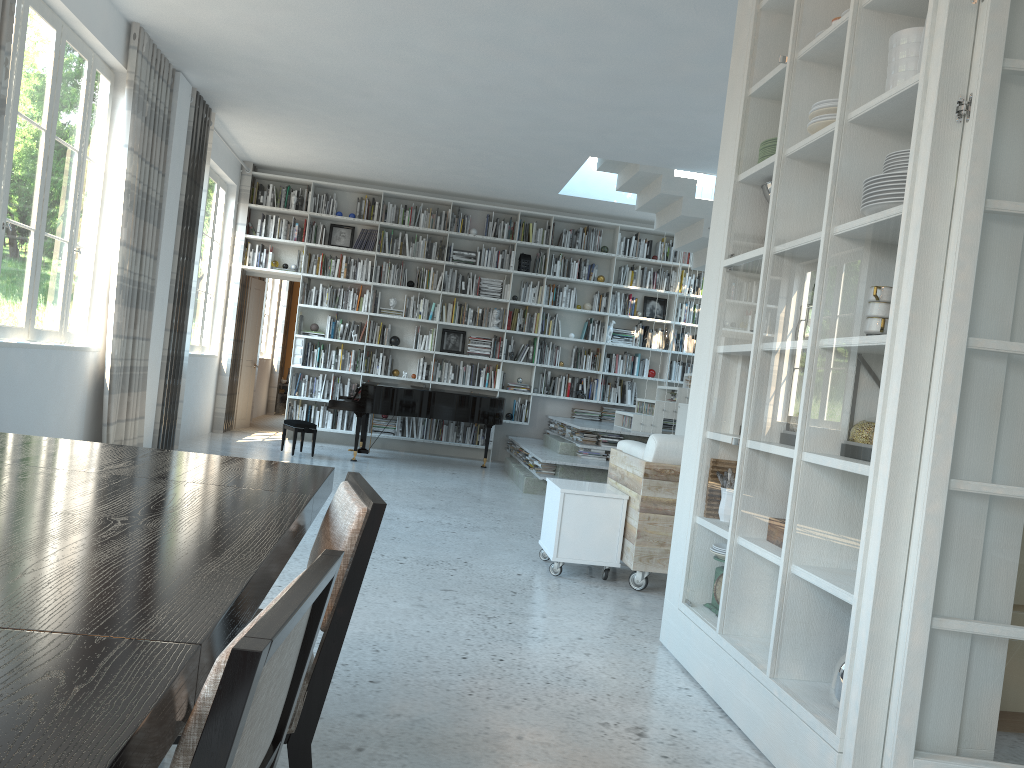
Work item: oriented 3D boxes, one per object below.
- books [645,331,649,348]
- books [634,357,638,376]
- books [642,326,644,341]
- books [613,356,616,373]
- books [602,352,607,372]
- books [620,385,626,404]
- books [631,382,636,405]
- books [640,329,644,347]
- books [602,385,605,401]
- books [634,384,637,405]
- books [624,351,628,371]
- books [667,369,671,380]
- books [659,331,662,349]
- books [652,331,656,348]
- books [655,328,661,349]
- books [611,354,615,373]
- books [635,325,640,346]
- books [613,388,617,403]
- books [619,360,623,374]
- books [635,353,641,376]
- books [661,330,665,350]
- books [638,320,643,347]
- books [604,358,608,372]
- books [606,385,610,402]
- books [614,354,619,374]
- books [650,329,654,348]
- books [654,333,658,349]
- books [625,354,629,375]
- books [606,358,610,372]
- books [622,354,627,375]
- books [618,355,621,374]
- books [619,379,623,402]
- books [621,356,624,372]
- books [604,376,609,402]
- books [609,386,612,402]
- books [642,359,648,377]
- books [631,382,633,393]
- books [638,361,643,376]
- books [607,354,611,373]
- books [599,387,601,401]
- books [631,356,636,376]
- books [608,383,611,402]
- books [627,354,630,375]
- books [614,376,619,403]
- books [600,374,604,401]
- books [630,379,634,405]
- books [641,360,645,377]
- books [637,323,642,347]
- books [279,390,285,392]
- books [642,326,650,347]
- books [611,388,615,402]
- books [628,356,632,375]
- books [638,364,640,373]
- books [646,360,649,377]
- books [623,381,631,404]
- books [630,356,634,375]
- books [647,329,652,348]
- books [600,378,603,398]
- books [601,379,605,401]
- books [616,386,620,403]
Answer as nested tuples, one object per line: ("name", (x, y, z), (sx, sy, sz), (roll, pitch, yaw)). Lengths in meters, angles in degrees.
("books", (1.718, -0.593, 11.337), (0.010, 0.278, 0.129), (7, 1, -7))
("books", (1.561, -0.224, 11.293), (0.023, 0.244, 0.189), (7, 1, -7))
("books", (1.650, -0.602, 11.315), (0.013, 0.280, 0.131), (7, 1, -7))
("books", (1.285, -0.246, 11.267), (0.011, 0.223, 0.162), (7, 1, -7))
("books", (1.167, -0.276, 11.271), (0.012, 0.254, 0.161), (7, 1, -7))
("books", (1.399, 0.128, 11.302), (0.031, 0.239, 0.171), (7, 1, -7))
("books", (1.532, 0.119, 11.310), (0.025, 0.287, 0.160), (7, 1, -7))
("books", (1.628, -0.582, 11.296), (0.030, 0.236, 0.179), (7, 1, -7))
("books", (1.161, 0.112, 11.292), (0.033, 0.213, 0.140), (7, 1, -7))
("books", (1.573, 0.131, 11.325), (0.062, 0.274, 0.148), (7, 1, -7))
("books", (1.435, -0.267, 11.291), (0.013, 0.299, 0.147), (7, 1, -7))
("books", (1.990, -0.189, 11.364), (0.085, 0.278, 0.159), (7, 1, -7))
("books", (1.880, -0.554, 11.324), (0.041, 0.239, 0.176), (7, 1, -7))
("books", (1.796, -0.562, 11.343), (0.028, 0.235, 0.129), (7, 1, -7))
("books", (1.851, -0.573, 11.318), (0.021, 0.271, 0.191), (7, 1, -7))
("books", (1.268, -0.260, 11.277), (0.024, 0.247, 0.143), (7, 1, -7))
("books", (1.587, -0.612, 11.310), (0.012, 0.285, 0.159), (7, 1, -7))
("books", (1.293, 0.143, 11.291), (0.024, 0.185, 0.149), (7, 1, -7))
("books", (1.369, -0.215, 11.276), (0.027, 0.182, 0.186), (7, 1, -7))
("books", (1.588, -0.244, 11.299), (0.026, 0.290, 0.181), (7, 1, -7))
("books", (1.911, -0.558, 11.342), (0.024, 0.255, 0.145), (7, 1, -7))
("books", (1.615, -0.635, 11.285), (0.010, 0.339, 0.180), (7, 1, -7))
("books", (1.181, -0.240, 11.263), (0.023, 0.186, 0.159), (7, 1, -7))
("books", (1.202, 0.117, 11.285), (0.023, 0.214, 0.163), (7, 1, -7))
("books", (1.313, -0.255, 11.265), (0.045, 0.246, 0.185), (7, 1, -7))
("books", (1.768, -0.573, 11.341), (0.031, 0.250, 0.133), (7, 1, -7))
("books", (1.822, -0.547, 11.339), (0.025, 0.213, 0.155), (7, 1, -7))
("books", (1.447, -0.247, 11.275), (0.012, 0.262, 0.186), (7, 1, -7))
("books", (1.203, -0.236, 11.263), (0.022, 0.184, 0.162), (7, 1, -7))
("books", (1.415, -0.247, 11.267), (0.028, 0.255, 0.191), (7, 1, -7))
("books", (1.345, -0.247, 11.284), (0.026, 0.239, 0.177), (7, 1, -7))
("books", (1.381, 0.093, 11.317), (0.010, 0.304, 0.131), (7, 1, -7))
("books", (1.391, -0.237, 11.288), (0.012, 0.229, 0.179), (7, 1, -7))
("books", (1.190, 0.059, 11.293), (0.013, 0.327, 0.130), (7, 1, -7))
("books", (1.240, 0.124, 11.290), (0.025, 0.210, 0.137), (7, 1, -7))
("books", (1.684, -0.205, 11.322), (0.025, 0.235, 0.181), (7, 1, -7))
("books", (1.500, 0.117, 11.323), (0.012, 0.285, 0.159), (7, 1, -7))
("books", (1.619, -0.195, 11.308), (0.030, 0.201, 0.189), (7, 1, -7))
("books", (1.233, -0.263, 11.262), (0.047, 0.244, 0.177), (7, 1, -7))
("books", (1.094, 0.107, 11.254), (0.027, 0.208, 0.164), (7, 1, -7))
("books", (1.542, -0.231, 11.316), (0.012, 0.254, 0.161), (7, 1, -7))
("books", (1.224, 0.105, 11.276), (0.015, 0.243, 0.156), (7, 1, -7))
("books", (1.467, -0.249, 11.298), (0.011, 0.272, 0.152), (7, 1, -7))
("books", (1.322, 0.071, 11.288), (0.014, 0.333, 0.168), (7, 1, -7))
("books", (1.132, 0.047, 11.272), (0.014, 0.337, 0.132), (7, 1, -7))
("books", (1.513, 0.098, 11.329), (0.012, 0.326, 0.136), (7, 1, -7))
("books", (1.652, -0.200, 11.327), (0.037, 0.218, 0.139), (7, 1, -7))
("books", (1.602, -0.617, 11.285), (0.011, 0.300, 0.184), (7, 1, -7))
("books", (-3.940, 0.107, 14.928), (0.133, 0.022, 0.189), (7, 0, 44))
("books", (1.687, -0.598, 11.306), (0.059, 0.282, 0.167), (7, 1, -7))
("books", (1.266, 0.138, 11.294), (0.030, 0.188, 0.140), (7, 1, -7))
("books", (1.484, -0.234, 11.304), (0.026, 0.246, 0.165), (7, 1, -7))
("books", (1.601, -0.223, 11.318), (0.010, 0.252, 0.153), (7, 1, -7))
("books", (1.709, -0.196, 11.326), (0.027, 0.223, 0.170), (7, 1, -7))
("books", (1.459, 0.109, 11.266), (0.075, 0.291, 0.255), (7, 1, -7))
("books", (1.506, -0.233, 11.286), (0.014, 0.249, 0.177), (7, 1, -7))
("books", (1.739, -0.572, 11.319), (0.031, 0.242, 0.147), (7, 1, -7))
("books", (1.116, 0.070, 11.276), (0.012, 0.286, 0.158), (7, 1, -7))
("books", (1.143, 0.073, 11.277), (0.015, 0.287, 0.138), (7, 1, -7))
("books", (1.347, 0.133, 11.293), (0.052, 0.217, 0.184), (7, 1, -7))
